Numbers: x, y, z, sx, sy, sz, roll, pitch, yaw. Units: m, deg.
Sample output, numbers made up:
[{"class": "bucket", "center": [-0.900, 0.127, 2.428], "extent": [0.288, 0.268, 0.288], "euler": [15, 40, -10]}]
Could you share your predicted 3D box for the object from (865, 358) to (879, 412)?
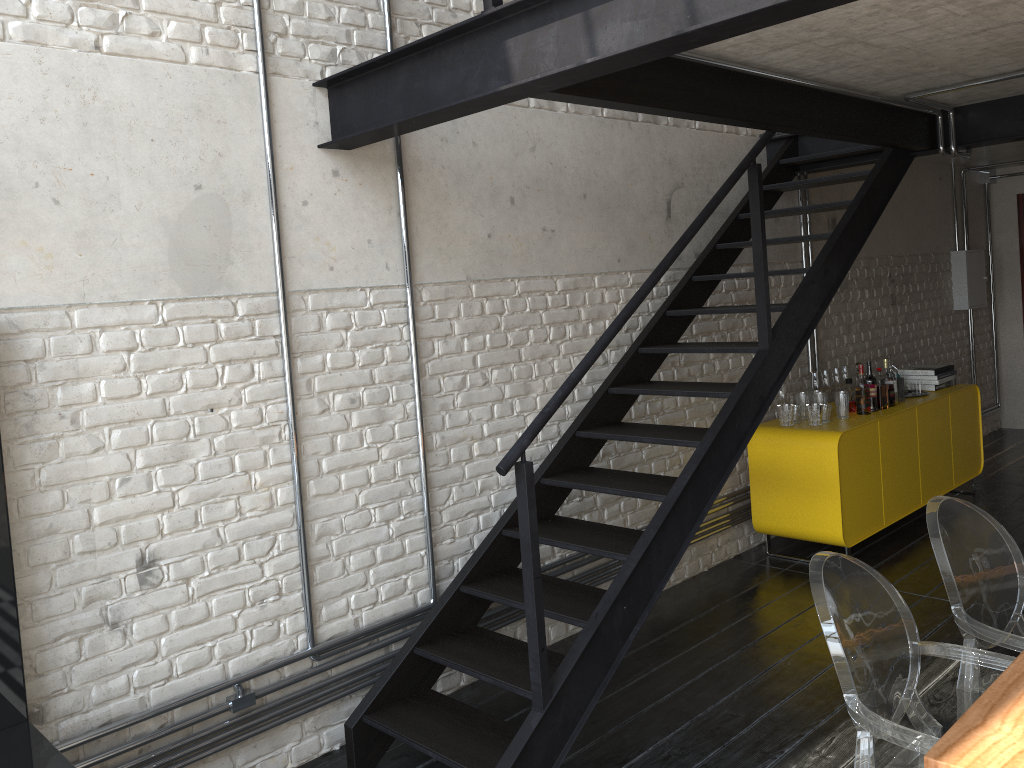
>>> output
[{"class": "object", "center": [2.184, 0.004, 5.395], "extent": [0.079, 0.328, 0.080], "euler": [-2, 3, 37]}]

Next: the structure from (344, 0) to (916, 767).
[{"class": "structure", "center": [2.305, -0.457, 2.680], "extent": [3.804, 3.329, 4.783], "euler": [-8, 6, -44]}]

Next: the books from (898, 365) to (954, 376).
[{"class": "books", "center": [2.904, -0.098, 6.213], "extent": [0.326, 0.038, 0.259], "euler": [-10, 8, -42]}]

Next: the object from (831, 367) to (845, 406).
[{"class": "object", "center": [2.114, 0.015, 5.742], "extent": [0.092, 0.244, 0.093], "euler": [-4, 3, 7]}]

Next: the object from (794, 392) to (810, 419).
[{"class": "object", "center": [1.749, 0.131, 5.321], "extent": [0.088, 0.155, 0.087], "euler": [-6, 4, -31]}]

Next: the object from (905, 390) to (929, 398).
[{"class": "object", "center": [2.644, 0.069, 5.956], "extent": [0.299, 0.012, 0.301], "euler": [-1, 7, 26]}]

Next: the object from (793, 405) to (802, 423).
[{"class": "object", "center": [1.660, 0.178, 5.201], "extent": [0.092, 0.099, 0.093], "euler": [-5, 4, -6]}]

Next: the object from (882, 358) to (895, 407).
[{"class": "object", "center": [2.347, -0.010, 5.541], "extent": [0.081, 0.306, 0.081], "euler": [-2, 3, 40]}]

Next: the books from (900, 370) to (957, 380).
[{"class": "books", "center": [2.912, -0.066, 6.226], "extent": [0.353, 0.031, 0.287], "euler": [-10, 8, -44]}]

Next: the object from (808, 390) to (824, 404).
[{"class": "object", "center": [1.843, 0.120, 5.353], "extent": [0.088, 0.155, 0.087], "euler": [-6, 4, -31]}]

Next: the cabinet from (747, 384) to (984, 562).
[{"class": "cabinet", "center": [2.367, 0.506, 5.725], "extent": [2.210, 0.767, 0.548], "euler": [-10, 6, -44]}]

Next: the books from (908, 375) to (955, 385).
[{"class": "books", "center": [2.914, -0.033, 6.211], "extent": [0.259, 0.031, 0.330], "euler": [2, 8, 44]}]

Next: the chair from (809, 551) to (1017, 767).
[{"class": "chair", "center": [1.020, 0.907, 2.073], "extent": [0.542, 0.937, 0.589], "euler": [-7, 5, -44]}]

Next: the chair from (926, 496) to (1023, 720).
[{"class": "chair", "center": [1.500, 0.826, 2.497], "extent": [0.542, 0.937, 0.590], "euler": [-6, 4, -34]}]

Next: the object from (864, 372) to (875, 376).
[{"class": "object", "center": [2.275, 0.032, 5.617], "extent": [0.101, 0.210, 0.101], "euler": [-6, 3, -29]}]

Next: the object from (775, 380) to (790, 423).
[{"class": "object", "center": [1.605, 0.105, 5.248], "extent": [0.092, 0.244, 0.093], "euler": [-3, 3, 29]}]

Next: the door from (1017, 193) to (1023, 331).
[{"class": "door", "center": [5.241, -0.669, 7.956], "extent": [0.196, 2.209, 1.133], "euler": [-7, 4, -44]}]

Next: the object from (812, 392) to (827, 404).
[{"class": "object", "center": [1.830, 0.132, 5.256], "extent": [0.088, 0.155, 0.087], "euler": [-6, 4, -31]}]

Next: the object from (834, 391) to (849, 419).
[{"class": "object", "center": [1.954, 0.125, 5.234], "extent": [0.088, 0.155, 0.087], "euler": [-6, 4, -31]}]

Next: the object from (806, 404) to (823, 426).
[{"class": "object", "center": [1.735, 0.176, 5.069], "extent": [0.096, 0.119, 0.096], "euler": [-6, 4, -26]}]

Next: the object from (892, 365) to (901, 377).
[{"class": "object", "center": [2.579, -0.047, 6.009], "extent": [0.119, 0.238, 0.119], "euler": [-6, 3, -27]}]

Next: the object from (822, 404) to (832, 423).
[{"class": "object", "center": [1.813, 0.173, 5.144], "extent": [0.092, 0.099, 0.093], "euler": [-5, 4, -6]}]

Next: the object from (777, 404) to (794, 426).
[{"class": "object", "center": [1.587, 0.181, 5.122], "extent": [0.095, 0.119, 0.096], "euler": [-4, 4, 8]}]

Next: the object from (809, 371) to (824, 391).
[{"class": "object", "center": [1.920, 0.047, 5.575], "extent": [0.092, 0.244, 0.093], "euler": [-4, 3, 7]}]

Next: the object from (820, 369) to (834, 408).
[{"class": "object", "center": [2.013, 0.031, 5.656], "extent": [0.092, 0.244, 0.093], "euler": [-4, 3, 7]}]

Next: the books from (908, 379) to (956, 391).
[{"class": "books", "center": [2.919, 0.002, 6.227], "extent": [0.352, 0.044, 0.259], "euler": [-10, 8, -42]}]

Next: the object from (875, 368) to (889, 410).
[{"class": "object", "center": [2.270, 0.029, 5.457], "extent": [0.100, 0.257, 0.067], "euler": [-7, 3, -39]}]

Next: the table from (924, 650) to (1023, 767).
[{"class": "table", "center": [2.083, 0.910, 2.281], "extent": [2.685, 0.730, 0.927], "euler": [-10, 7, -44]}]

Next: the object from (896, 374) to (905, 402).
[{"class": "object", "center": [2.457, 0.028, 5.703], "extent": [0.135, 0.181, 0.052], "euler": [-5, 3, -7]}]

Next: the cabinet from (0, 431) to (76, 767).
[{"class": "cabinet", "center": [-2.342, 0.851, 1.258], "extent": [3.120, 1.717, 0.733], "euler": [-9, 6, -44]}]

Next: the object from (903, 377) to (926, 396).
[{"class": "object", "center": [2.707, 0.012, 5.973], "extent": [0.099, 0.107, 0.229], "euler": [-5, 5, -16]}]

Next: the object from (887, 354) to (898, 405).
[{"class": "object", "center": [2.400, -0.029, 5.611], "extent": [0.073, 0.319, 0.073], "euler": [-2, 3, 37]}]

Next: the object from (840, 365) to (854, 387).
[{"class": "object", "center": [2.203, -0.001, 5.829], "extent": [0.092, 0.244, 0.093], "euler": [-4, 3, 7]}]

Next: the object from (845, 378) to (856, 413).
[{"class": "object", "center": [2.079, 0.068, 5.449], "extent": [0.087, 0.205, 0.087], "euler": [-5, 3, -19]}]

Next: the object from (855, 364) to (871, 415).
[{"class": "object", "center": [2.105, 0.031, 5.317], "extent": [0.081, 0.308, 0.081], "euler": [-2, 3, 38]}]

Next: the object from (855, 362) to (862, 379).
[{"class": "object", "center": [2.176, 0.010, 5.530], "extent": [0.114, 0.291, 0.115], "euler": [-5, 3, -16]}]

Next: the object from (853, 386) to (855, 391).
[{"class": "object", "center": [2.347, 0.064, 5.833], "extent": [0.151, 0.092, 0.246], "euler": [-4, 6, -3]}]
